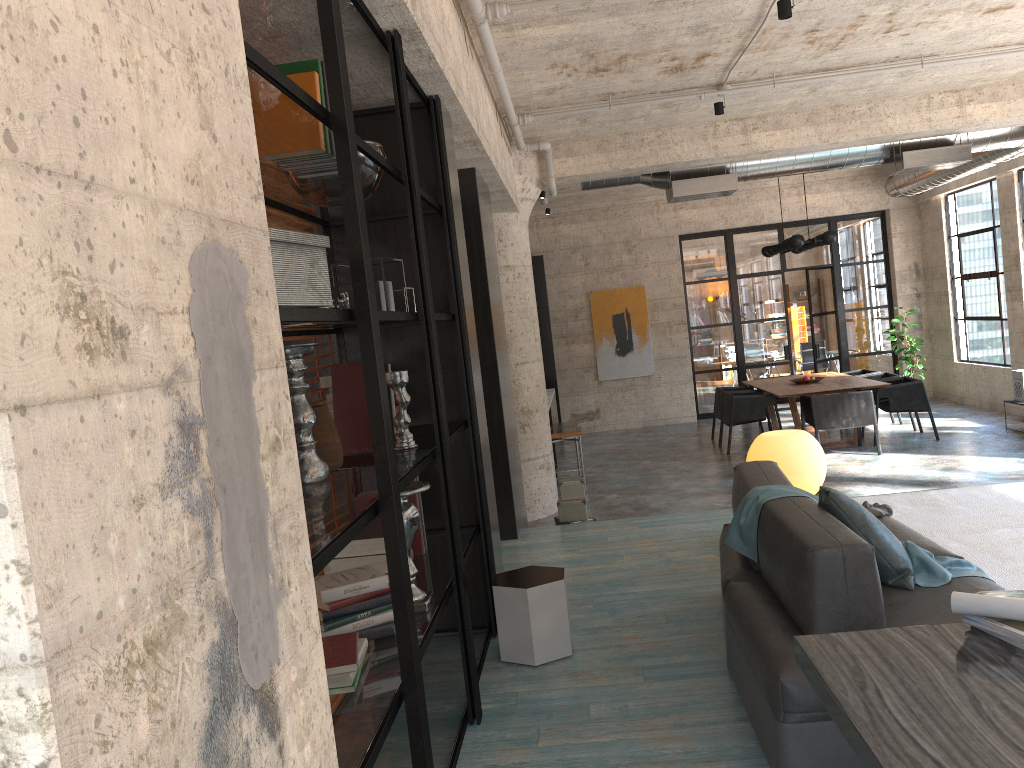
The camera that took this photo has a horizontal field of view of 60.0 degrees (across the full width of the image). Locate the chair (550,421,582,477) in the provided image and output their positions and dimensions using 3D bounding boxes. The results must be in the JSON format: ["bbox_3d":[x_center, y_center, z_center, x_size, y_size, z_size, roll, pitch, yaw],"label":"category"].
[{"bbox_3d":[0.589,0.836,10.549,0.450,0.698,0.450,-6,4,5],"label":"chair"}]

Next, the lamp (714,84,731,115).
[{"bbox_3d":[1.703,-2.293,7.159,0.141,0.215,0.107,-7,4,-13],"label":"lamp"}]

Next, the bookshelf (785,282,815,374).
[{"bbox_3d":[5.671,-1.153,20.788,3.034,2.179,0.366,-6,4,5],"label":"bookshelf"}]

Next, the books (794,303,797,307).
[{"bbox_3d":[6.641,-1.698,20.710,0.101,0.380,0.244,-6,4,5],"label":"books"}]

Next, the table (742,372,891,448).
[{"bbox_3d":[3.929,0.353,11.651,1.299,0.756,2.410,-6,4,5],"label":"table"}]

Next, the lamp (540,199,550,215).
[{"bbox_3d":[0.518,-2.696,13.536,0.145,0.236,0.107,-7,4,-12],"label":"lamp"}]

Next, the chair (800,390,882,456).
[{"bbox_3d":[3.835,0.453,10.422,0.707,0.738,0.754,-6,4,5],"label":"chair"}]

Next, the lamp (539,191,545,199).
[{"bbox_3d":[0.371,-2.556,11.679,0.145,0.236,0.107,-7,4,-12],"label":"lamp"}]

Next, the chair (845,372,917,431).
[{"bbox_3d":[4.855,0.249,11.771,0.754,0.738,0.707,-6,4,10],"label":"chair"}]

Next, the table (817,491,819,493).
[{"bbox_3d":[1.663,0.831,5.159,0.616,0.230,1.044,-6,4,5],"label":"table"}]

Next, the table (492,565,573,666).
[{"bbox_3d":[0.096,1.032,3.985,0.365,0.340,0.316,-4,4,35],"label":"table"}]

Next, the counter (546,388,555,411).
[{"bbox_3d":[0.007,0.268,11.354,1.000,0.046,3.500,-6,4,5],"label":"counter"}]

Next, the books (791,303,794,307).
[{"bbox_3d":[6.555,-1.687,20.693,0.036,0.379,0.244,-6,4,5],"label":"books"}]

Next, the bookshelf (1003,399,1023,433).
[{"bbox_3d":[6.124,0.411,10.010,0.350,0.347,1.600,-6,4,5],"label":"bookshelf"}]

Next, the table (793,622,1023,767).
[{"bbox_3d":[1.143,0.935,1.940,0.800,0.570,0.800,-6,4,5],"label":"table"}]

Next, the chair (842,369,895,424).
[{"bbox_3d":[4.894,0.193,12.560,0.754,0.738,0.707,-6,4,5],"label":"chair"}]

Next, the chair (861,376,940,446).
[{"bbox_3d":[4.743,0.315,10.934,0.754,0.738,0.707,-6,4,10],"label":"chair"}]

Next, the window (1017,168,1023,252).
[{"bbox_3d":[6.442,-1.372,10.330,0.081,2.530,1.780,-6,4,5],"label":"window"}]

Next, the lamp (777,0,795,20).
[{"bbox_3d":[1.526,-2.125,4.860,0.141,0.215,0.107,-7,4,-13],"label":"lamp"}]

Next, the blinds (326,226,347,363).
[{"bbox_3d":[-0.939,0.302,2.865,0.136,3.160,2.915,-6,4,5],"label":"blinds"}]

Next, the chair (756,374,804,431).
[{"bbox_3d":[4.020,0.263,13.033,0.707,0.738,0.754,-6,4,5],"label":"chair"}]

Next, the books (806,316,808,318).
[{"bbox_3d":[6.831,-1.562,20.679,0.132,0.034,0.206,-6,4,15],"label":"books"}]

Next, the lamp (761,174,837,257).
[{"bbox_3d":[3.627,-2.376,11.467,0.583,1.327,1.813,-6,4,5],"label":"lamp"}]

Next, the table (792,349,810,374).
[{"bbox_3d":[5.526,-0.284,18.970,1.800,0.721,0.800,-6,4,5],"label":"table"}]

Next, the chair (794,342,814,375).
[{"bbox_3d":[5.601,-0.295,16.702,0.653,1.015,0.684,-6,4,4],"label":"chair"}]

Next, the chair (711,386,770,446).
[{"bbox_3d":[3.151,0.411,12.283,0.754,0.738,0.707,-6,4,5],"label":"chair"}]

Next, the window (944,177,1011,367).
[{"bbox_3d":[6.832,-1.757,15.607,0.081,2.530,7.902,-6,4,5],"label":"window"}]

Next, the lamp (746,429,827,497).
[{"bbox_3d":[1.641,0.498,5.310,0.462,0.417,0.462,-4,4,33],"label":"lamp"}]

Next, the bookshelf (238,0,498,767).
[{"bbox_3d":[-0.608,0.074,2.829,0.628,2.571,2.900,-6,4,5],"label":"bookshelf"}]

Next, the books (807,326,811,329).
[{"bbox_3d":[6.819,-1.310,20.721,0.326,0.055,0.255,-6,4,15],"label":"books"}]

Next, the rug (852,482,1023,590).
[{"bbox_3d":[2.774,0.999,2.308,2.954,0.032,7.768,-6,4,5],"label":"rug"}]

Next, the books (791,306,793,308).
[{"bbox_3d":[6.513,-1.656,20.700,0.055,0.326,0.255,-6,4,5],"label":"books"}]

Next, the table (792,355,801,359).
[{"bbox_3d":[5.596,-0.170,17.078,1.800,0.721,0.800,-6,4,5],"label":"table"}]

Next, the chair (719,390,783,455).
[{"bbox_3d":[3.089,0.465,11.554,0.754,0.738,0.707,-6,4,5],"label":"chair"}]

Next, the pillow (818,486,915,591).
[{"bbox_3d":[1.351,0.550,3.460,0.320,0.393,0.670,-6,4,11],"label":"pillow"}]

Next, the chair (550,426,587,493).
[{"bbox_3d":[0.597,0.870,10.005,0.450,0.698,0.450,-6,4,5],"label":"chair"}]
